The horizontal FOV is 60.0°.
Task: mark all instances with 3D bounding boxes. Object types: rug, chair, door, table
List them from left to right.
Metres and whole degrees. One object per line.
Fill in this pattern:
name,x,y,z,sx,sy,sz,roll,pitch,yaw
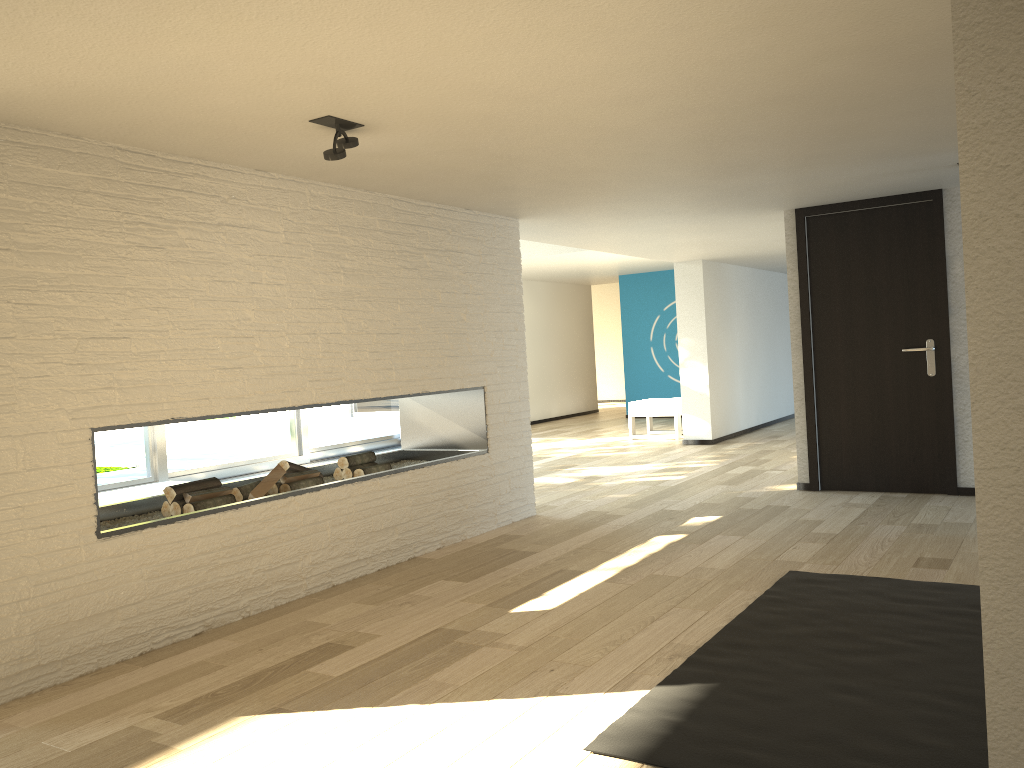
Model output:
table,-2.267,0.864,5.548,1.220,0.305,1.221,-2,2,33
door,-2.565,-0.049,7.619,19.435,2.373,22.960,-2,2,33
chair,1.787,0.404,10.493,0.611,0.442,0.610,-2,2,33
rug,1.134,0.887,2.911,0.978,0.011,2.000,-2,2,33
door,2.409,-0.251,5.897,0.920,1.947,0.108,-3,1,33

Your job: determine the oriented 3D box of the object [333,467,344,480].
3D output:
object,-0.904,0.495,5.044,0.075,0.074,0.246,-3,2,31

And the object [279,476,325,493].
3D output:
object,-1.065,0.521,4.506,0.082,0.073,0.237,-2,2,32

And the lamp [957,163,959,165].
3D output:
lamp,2.538,-1.128,4.776,0.234,0.153,0.135,-2,2,33

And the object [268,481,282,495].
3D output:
object,-1.137,0.524,4.540,0.076,0.076,0.236,-3,2,31

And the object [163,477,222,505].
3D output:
object,-1.470,0.492,4.091,0.093,0.088,0.260,-3,2,31

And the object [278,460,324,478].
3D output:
object,-1.111,0.471,4.655,0.093,0.170,0.272,-3,2,31

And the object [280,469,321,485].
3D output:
object,-1.086,0.479,4.546,0.064,0.060,0.229,-2,2,34

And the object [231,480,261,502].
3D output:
object,-1.326,0.538,4.449,0.075,0.074,0.246,-3,2,11

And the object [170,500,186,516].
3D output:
object,-1.443,0.557,4.060,0.076,0.076,0.236,-3,2,31

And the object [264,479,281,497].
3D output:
object,-1.192,0.526,4.590,0.075,0.074,0.246,-3,2,31

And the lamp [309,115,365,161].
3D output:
lamp,-0.644,-0.894,3.305,0.135,0.153,0.234,-3,2,33

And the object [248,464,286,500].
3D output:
object,-1.218,0.487,4.391,0.064,0.165,0.226,-3,2,31

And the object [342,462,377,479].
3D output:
object,-0.849,0.493,4.993,0.076,0.076,0.236,-3,2,31

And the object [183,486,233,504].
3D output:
object,-1.391,0.512,4.066,0.064,0.060,0.229,-2,2,34

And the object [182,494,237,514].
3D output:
object,-1.370,0.554,4.026,0.082,0.073,0.237,-2,2,32

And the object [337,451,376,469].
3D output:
object,-0.876,0.430,5.019,0.082,0.073,0.237,-2,2,32

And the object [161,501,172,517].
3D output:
object,-1.497,0.559,4.110,0.075,0.074,0.246,-3,2,31

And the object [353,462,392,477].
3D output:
object,-0.777,0.490,4.959,0.082,0.073,0.237,-2,2,32
